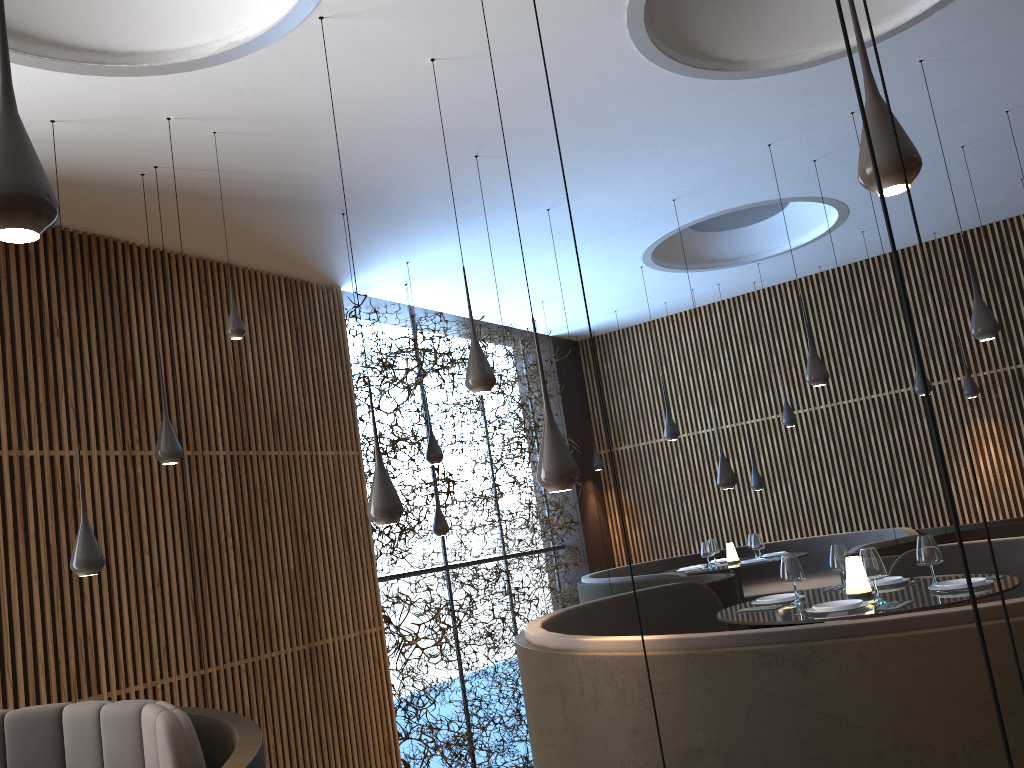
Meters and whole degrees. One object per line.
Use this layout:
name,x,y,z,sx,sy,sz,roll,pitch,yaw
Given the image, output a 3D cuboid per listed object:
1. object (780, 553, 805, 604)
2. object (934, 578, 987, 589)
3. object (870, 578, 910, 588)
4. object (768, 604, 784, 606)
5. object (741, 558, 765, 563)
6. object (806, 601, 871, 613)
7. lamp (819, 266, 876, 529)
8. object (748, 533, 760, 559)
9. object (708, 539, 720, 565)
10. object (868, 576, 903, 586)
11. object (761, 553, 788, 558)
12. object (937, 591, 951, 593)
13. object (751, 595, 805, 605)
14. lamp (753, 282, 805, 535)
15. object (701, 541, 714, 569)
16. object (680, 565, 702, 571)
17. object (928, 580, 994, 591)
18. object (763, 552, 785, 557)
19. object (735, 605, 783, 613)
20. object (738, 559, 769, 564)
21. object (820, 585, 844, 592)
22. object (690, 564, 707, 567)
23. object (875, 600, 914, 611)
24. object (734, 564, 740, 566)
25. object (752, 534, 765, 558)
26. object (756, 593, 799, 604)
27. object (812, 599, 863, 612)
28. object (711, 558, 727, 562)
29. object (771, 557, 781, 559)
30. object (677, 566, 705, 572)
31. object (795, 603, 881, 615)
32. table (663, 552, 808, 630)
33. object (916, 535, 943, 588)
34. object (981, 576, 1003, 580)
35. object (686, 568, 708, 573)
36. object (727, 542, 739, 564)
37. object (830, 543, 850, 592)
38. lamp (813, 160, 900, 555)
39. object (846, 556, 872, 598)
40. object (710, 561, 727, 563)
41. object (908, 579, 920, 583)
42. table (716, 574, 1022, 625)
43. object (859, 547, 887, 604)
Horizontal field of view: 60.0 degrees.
object,1.699,1.178,5.361,0.142,0.294,0.142,-9,-9,-1
object,2.477,1.104,4.894,0.263,0.029,0.264,0,-13,-42
object,2.344,1.265,5.621,0.332,0.014,0.333,0,-13,-40
object,1.672,1.360,5.568,0.205,0.012,0.411,-14,-11,29
object,2.647,1.943,9.728,0.264,0.029,0.263,-16,-13,37
object,1.752,1.202,4.759,0.332,0.014,0.333,-10,-10,7
lamp,4.817,1.398,12.045,0.196,6.252,0.197,-3,-10,-32
object,2.872,1.920,10.521,0.142,0.294,0.142,-6,-9,-15
object,2.413,2.006,10.605,0.142,0.294,0.142,-14,-10,32
object,2.343,1.255,5.623,0.264,0.029,0.263,-14,-11,27
object,3.065,2.000,10.352,0.332,0.014,0.332,-12,-10,17
object,2.476,1.115,4.889,0.205,0.012,0.411,-15,-12,33
object,1.670,1.359,5.564,0.333,0.014,0.332,-17,-13,39
lamp,3.980,1.585,12.373,0.196,6.252,0.196,-1,-12,-42
object,2.210,1.933,10.022,0.142,0.294,0.142,-13,-10,26
object,2.047,2.110,10.140,0.263,0.029,0.264,-5,-11,-22
object,2.478,1.114,4.893,0.333,0.014,0.332,-17,-13,40
object,3.064,1.991,10.353,0.263,0.029,0.264,-12,-11,20
object,1.485,1.352,5.325,0.262,0.017,0.126,-15,-12,33
object,2.648,1.953,9.727,0.332,0.014,0.332,-12,-11,18
object,2.145,1.342,5.838,0.127,0.017,0.262,-18,-14,42
object,2.260,2.201,10.738,0.126,0.017,0.263,-7,-10,-12
object,1.967,1.139,4.554,0.127,0.017,0.262,-17,-13,38
object,2.644,1.954,9.725,0.410,0.012,0.205,-7,-10,-12
object,2.763,1.832,9.936,0.142,0.294,0.142,-13,-10,25
object,1.668,1.349,5.566,0.263,0.029,0.264,-9,-10,-2
object,1.750,1.193,4.760,0.263,0.029,0.264,1,-14,-43
object,2.554,2.147,10.784,0.263,0.029,0.263,-13,-11,23
object,2.948,1.918,9.747,0.126,0.017,0.263,-7,-10,-8
object,2.048,2.119,10.138,0.332,0.014,0.332,-14,-11,29
object,1.748,1.204,4.761,0.412,0.012,0.204,-16,-12,35
table,2.640,2.569,10.182,1.671,1.020,1.680,-8,-10,-7
object,2.424,1.026,5.140,0.142,0.294,0.142,-9,-9,3
object,2.681,1.130,5.116,0.263,0.017,0.126,-16,-13,37
object,2.056,2.072,9.838,0.262,0.017,0.127,-8,-10,-6
object,2.545,1.958,10.275,0.142,0.231,0.145,-11,-9,12
object,2.093,1.164,5.624,0.142,0.294,0.142,-2,-11,-36
lamp,3.385,0.906,8.066,0.195,6.252,0.197,-5,-9,-23
object,2.025,1.133,5.219,0.144,0.231,0.143,-1,-12,-42
object,2.555,2.156,10.783,0.333,0.014,0.332,-15,-12,30
object,2.348,1.265,5.618,0.412,0.012,0.204,-17,-13,38
table,2.120,1.745,5.125,1.678,1.020,1.672,-17,-13,41
object,1.960,1.039,4.812,0.142,0.294,0.142,-8,-9,-7
